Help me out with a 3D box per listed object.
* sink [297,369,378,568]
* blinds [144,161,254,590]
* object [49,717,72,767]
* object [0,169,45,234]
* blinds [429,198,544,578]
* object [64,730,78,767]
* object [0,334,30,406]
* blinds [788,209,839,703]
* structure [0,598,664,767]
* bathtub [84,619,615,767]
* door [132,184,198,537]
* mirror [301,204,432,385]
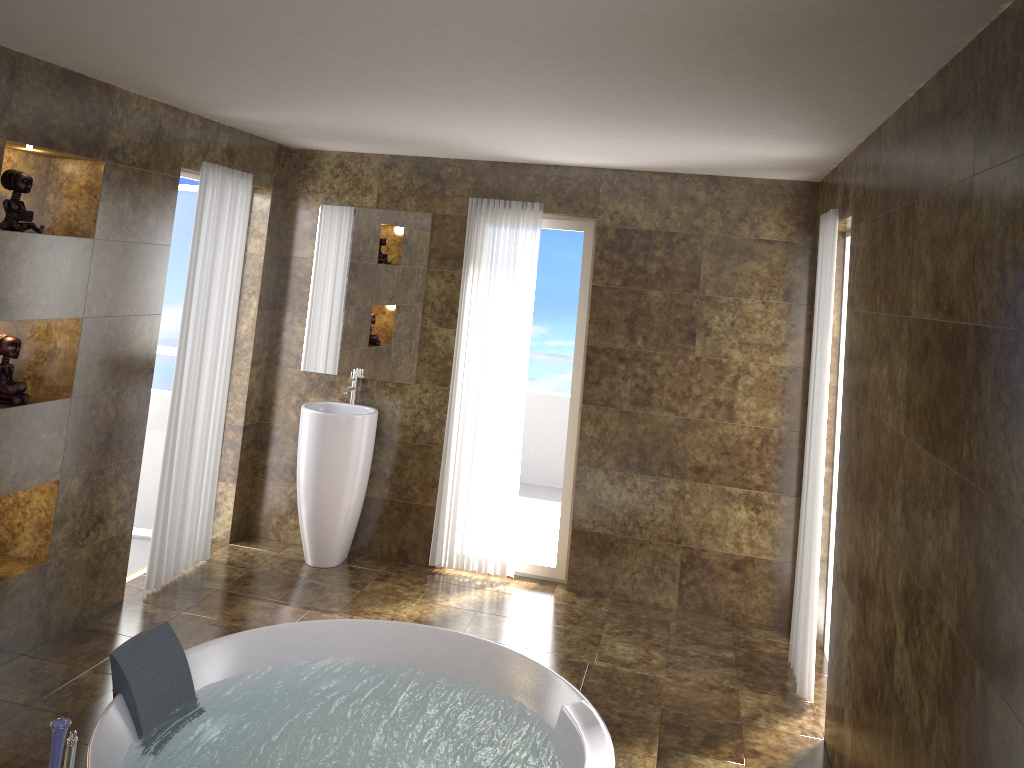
[{"bbox_3d":[-1.075,0.494,5.196,0.461,1.143,0.429,4,-4,15],"label":"sink"},{"bbox_3d":[-1.713,-0.101,4.843,0.068,2.291,0.589,4,-5,12],"label":"blinds"},{"bbox_3d":[-1.203,1.087,2.250,0.137,0.422,0.133,4,-5,20],"label":"object"},{"bbox_3d":[-2.063,-0.771,3.644,0.153,0.268,0.120,5,-4,12],"label":"object"},{"bbox_3d":[-0.143,-0.012,5.253,0.521,2.279,0.066,4,-6,12],"label":"blinds"},{"bbox_3d":[-1.234,1.121,2.390,0.131,0.310,0.128,4,-4,20],"label":"object"},{"bbox_3d":[-2.109,-0.063,3.636,0.175,0.287,0.110,5,-4,12],"label":"object"},{"bbox_3d":[1.473,0.274,4.227,0.069,2.291,0.475,4,-5,12],"label":"blinds"},{"bbox_3d":[-0.530,1.326,3.002,2.013,0.124,2.000,7,7,12],"label":"structure"},{"bbox_3d":[-0.531,1.318,3.001,1.770,0.525,1.733,11,8,43],"label":"bathtub"},{"bbox_3d":[-2.305,-0.184,5.454,0.962,2.241,0.039,5,-6,2],"label":"door"},{"bbox_3d":[-0.931,-0.586,5.521,0.771,1.099,0.008,5,-6,12],"label":"mirror"}]
